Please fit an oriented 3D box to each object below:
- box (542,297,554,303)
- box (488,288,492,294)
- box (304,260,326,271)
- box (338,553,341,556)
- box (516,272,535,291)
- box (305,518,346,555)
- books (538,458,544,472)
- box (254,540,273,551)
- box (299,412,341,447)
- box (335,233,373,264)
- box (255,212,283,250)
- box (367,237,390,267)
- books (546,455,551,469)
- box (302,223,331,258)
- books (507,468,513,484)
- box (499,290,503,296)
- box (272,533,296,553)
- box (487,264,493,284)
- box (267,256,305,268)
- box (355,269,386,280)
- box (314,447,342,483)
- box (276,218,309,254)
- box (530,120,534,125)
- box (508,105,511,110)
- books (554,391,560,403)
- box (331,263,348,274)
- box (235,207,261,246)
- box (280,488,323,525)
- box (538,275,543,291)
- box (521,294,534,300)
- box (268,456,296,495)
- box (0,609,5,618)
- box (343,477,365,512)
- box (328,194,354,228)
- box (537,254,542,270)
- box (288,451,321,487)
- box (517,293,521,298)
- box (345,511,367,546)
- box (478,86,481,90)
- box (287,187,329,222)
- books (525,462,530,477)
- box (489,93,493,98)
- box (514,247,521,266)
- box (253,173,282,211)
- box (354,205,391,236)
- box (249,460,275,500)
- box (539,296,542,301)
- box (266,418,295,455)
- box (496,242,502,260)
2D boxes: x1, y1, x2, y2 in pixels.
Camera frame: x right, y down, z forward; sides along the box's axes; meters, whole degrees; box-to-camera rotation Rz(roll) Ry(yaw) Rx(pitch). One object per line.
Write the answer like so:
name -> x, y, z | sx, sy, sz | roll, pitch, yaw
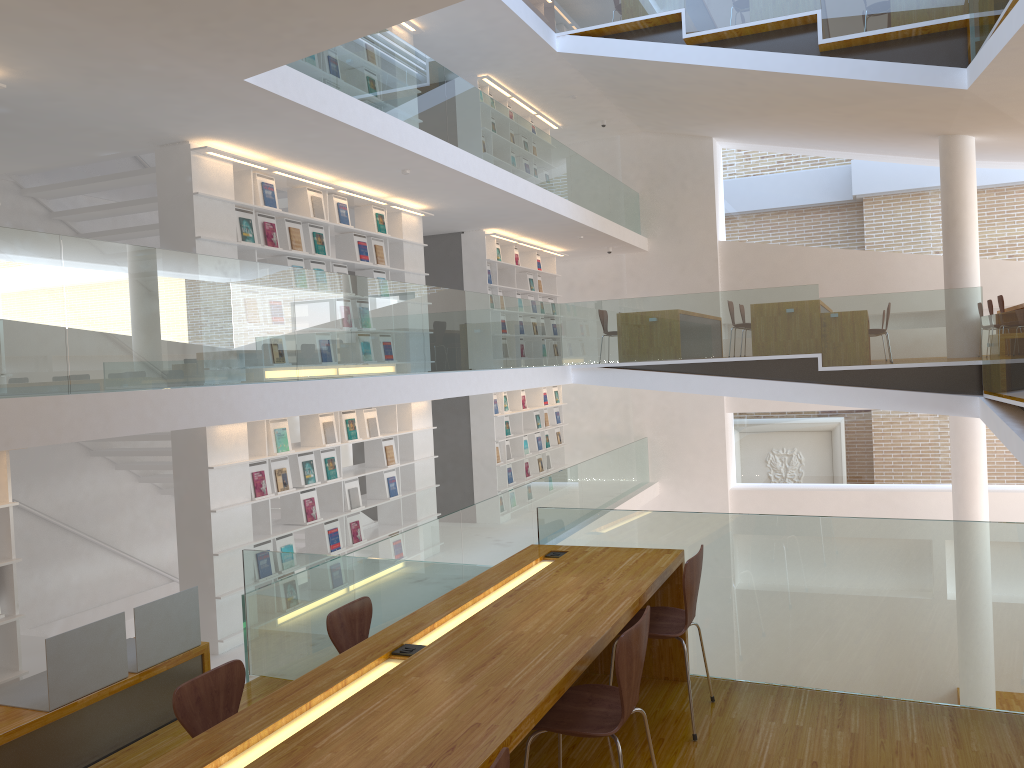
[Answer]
box -> 0.554, -1.226, 14.199 | 0.274, 0.296, 0.245 | -2, 1, 22
box -> -0.393, -1.131, 11.888 | 0.274, 0.296, 0.245 | -2, 1, 22
box -> -1.848, -0.981, 8.173 | 0.274, 0.296, 0.245 | -2, 1, 22
box -> -1.717, 1.733, 8.231 | 0.274, 0.296, 0.245 | -2, 1, 22
box -> 0.202, -1.519, 13.371 | 0.274, 0.296, 0.245 | -2, 1, 22
box -> -1.733, 1.405, 8.223 | 0.274, 0.296, 0.245 | -2, 1, 22
books -> 0.435, 1.227, 13.396 | 0.037, 0.210, 0.145 | -2, 1, 22
box -> -2.111, 1.443, 7.300 | 0.274, 0.296, 0.245 | -2, 1, 22
box -> -1.776, 0.420, 8.213 | 0.274, 0.296, 0.245 | -2, 1, 22
box -> -1.579, -1.341, 8.861 | 0.274, 0.296, 0.245 | -2, 1, 22
box -> -2.140, -1.282, 7.525 | 0.274, 0.296, 0.245 | -2, 1, 22
box -> -1.450, -1.351, 9.176 | 0.274, 0.296, 0.245 | -2, 1, 22
books -> 0.561, 1.215, 13.703 | 0.037, 0.210, 0.145 | -2, 1, 22
box -> -1.862, -1.309, 8.170 | 0.274, 0.296, 0.245 | -2, 1, 22
books -> -0.029, 1.266, 12.263 | 0.037, 0.210, 0.145 | -2, 1, 22
box -> -0.251, -1.145, 12.235 | 0.274, 0.296, 0.245 | -2, 1, 22
box -> -1.999, 1.432, 7.573 | 0.274, 0.296, 0.245 | -2, 1, 22
box -> -0.412, -1.459, 11.875 | 0.274, 0.296, 0.245 | -2, 1, 22
box -> -1.977, -0.968, 7.860 | 0.274, 0.296, 0.245 | -2, 1, 22
box -> -1.434, -1.023, 9.184 | 0.274, 0.296, 0.245 | -2, 1, 22
box -> -1.763, 0.749, 8.214 | 0.274, 0.296, 0.245 | -2, 1, 22
box -> -1.993, -1.296, 7.851 | 0.274, 0.296, 0.245 | -2, 1, 22
box -> 0.224, -3.905, 13.656 | 0.274, 0.296, 0.245 | -2, 1, 22
box -> -0.123, -3.872, 12.803 | 0.274, 0.296, 0.245 | -2, 1, 22
books -> 0.720, 0.214, 14.193 | 0.037, 0.210, 0.145 | -2, 1, 22
box -> -1.708, -0.995, 8.514 | 0.274, 0.296, 0.245 | -2, 1, 22
box -> -2.244, -1.272, 7.239 | 0.274, 0.296, 0.245 | -2, 1, 22
box -> -1.876, 1.083, 7.906 | 0.274, 0.296, 0.245 | -2, 1, 22
box -> 0.339, -1.534, 13.706 | 0.274, 0.296, 0.245 | -2, 1, 22
box -> 0.217, -1.192, 13.378 | 0.274, 0.296, 0.245 | -2, 1, 22
box -> -2.041, 0.776, 7.568 | 0.274, 0.296, 0.245 | -2, 1, 22
box -> -3.110, 1.209, 5.060 | 0.274, 0.296, 0.245 | -2, 1, 22
box -> -1.608, 1.063, 8.558 | 0.274, 0.296, 0.245 | -2, 1, 22
box -> -1.717, -1.654, 8.556 | 0.274, 0.296, 0.245 | -2, 1, 22
box -> 0.323, -1.861, 13.699 | 0.274, 0.296, 0.245 | -2, 1, 22
box -> -1.894, 0.755, 7.894 | 0.274, 0.296, 0.245 | -2, 1, 22
box -> 0.014, -1.172, 12.881 | 0.274, 0.296, 0.245 | -2, 1, 22
box -> -1.590, 1.391, 8.570 | 0.274, 0.296, 0.245 | -2, 1, 22
box -> -0.533, -3.829, 11.809 | 0.274, 0.296, 0.245 | -2, 1, 22
box -> -1.876, -1.638, 8.170 | 0.274, 0.296, 0.245 | -2, 1, 22
books -> 0.219, 1.245, 12.877 | 0.037, 0.210, 0.145 | -2, 1, 22
box -> -0.382, -3.844, 12.176 | 0.274, 0.296, 0.245 | -2, 1, 22
box -> -0.024, -1.828, 12.846 | 0.274, 0.296, 0.245 | -2, 1, 22
box -> -2.145, -1.611, 7.513 | 0.274, 0.296, 0.245 | -2, 1, 22
box -> -1.448, -1.681, 9.214 | 0.274, 0.296, 0.245 | -2, 1, 22
box -> -2.144, 0.786, 7.282 | 0.274, 0.296, 0.245 | -2, 1, 22
box -> 0.351, -1.205, 13.704 | 0.274, 0.296, 0.245 | -2, 1, 22
box -> -2.045, 0.446, 7.557 | 0.274, 0.296, 0.245 | -2, 1, 22
box -> -0.283, -1.801, 12.220 | 0.274, 0.296, 0.245 | -2, 1, 22
